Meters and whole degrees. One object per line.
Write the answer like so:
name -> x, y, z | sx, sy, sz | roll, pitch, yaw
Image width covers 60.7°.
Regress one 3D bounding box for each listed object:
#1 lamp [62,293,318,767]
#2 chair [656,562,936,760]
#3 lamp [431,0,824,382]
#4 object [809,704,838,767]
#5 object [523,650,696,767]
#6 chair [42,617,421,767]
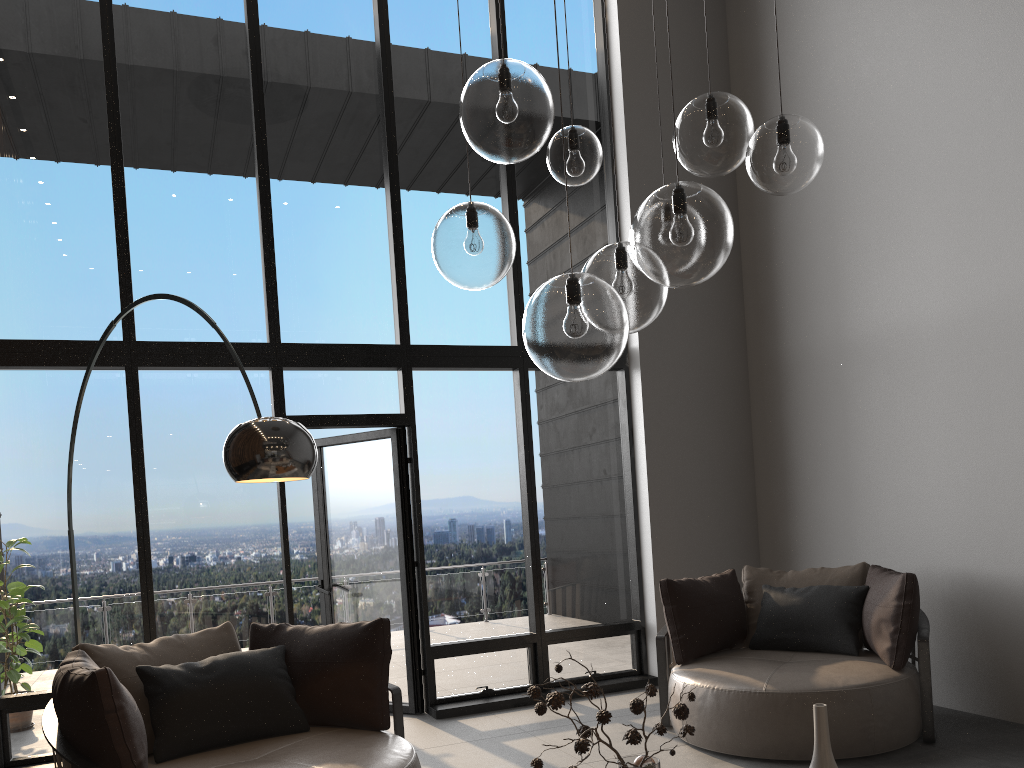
lamp -> -1.425, 0.797, 3.664 | 2.050, 2.328, 0.318 | -7, -2, 44
chair -> 1.590, 1.517, 5.000 | 1.442, 0.896, 1.497 | -3, -6, -6
lamp -> 0.157, -2.447, 2.306 | 1.226, 4.986, 1.236 | -4, 0, -25
object -> 0.766, 1.065, 2.334 | 0.316, 0.397, 0.321 | -4, -3, -3
object -> 0.237, 0.992, 2.282 | 0.319, 0.601, 0.542 | -5, -3, 38
chair -> -1.112, 1.485, 3.613 | 1.481, 0.896, 1.456 | -4, -6, 4
